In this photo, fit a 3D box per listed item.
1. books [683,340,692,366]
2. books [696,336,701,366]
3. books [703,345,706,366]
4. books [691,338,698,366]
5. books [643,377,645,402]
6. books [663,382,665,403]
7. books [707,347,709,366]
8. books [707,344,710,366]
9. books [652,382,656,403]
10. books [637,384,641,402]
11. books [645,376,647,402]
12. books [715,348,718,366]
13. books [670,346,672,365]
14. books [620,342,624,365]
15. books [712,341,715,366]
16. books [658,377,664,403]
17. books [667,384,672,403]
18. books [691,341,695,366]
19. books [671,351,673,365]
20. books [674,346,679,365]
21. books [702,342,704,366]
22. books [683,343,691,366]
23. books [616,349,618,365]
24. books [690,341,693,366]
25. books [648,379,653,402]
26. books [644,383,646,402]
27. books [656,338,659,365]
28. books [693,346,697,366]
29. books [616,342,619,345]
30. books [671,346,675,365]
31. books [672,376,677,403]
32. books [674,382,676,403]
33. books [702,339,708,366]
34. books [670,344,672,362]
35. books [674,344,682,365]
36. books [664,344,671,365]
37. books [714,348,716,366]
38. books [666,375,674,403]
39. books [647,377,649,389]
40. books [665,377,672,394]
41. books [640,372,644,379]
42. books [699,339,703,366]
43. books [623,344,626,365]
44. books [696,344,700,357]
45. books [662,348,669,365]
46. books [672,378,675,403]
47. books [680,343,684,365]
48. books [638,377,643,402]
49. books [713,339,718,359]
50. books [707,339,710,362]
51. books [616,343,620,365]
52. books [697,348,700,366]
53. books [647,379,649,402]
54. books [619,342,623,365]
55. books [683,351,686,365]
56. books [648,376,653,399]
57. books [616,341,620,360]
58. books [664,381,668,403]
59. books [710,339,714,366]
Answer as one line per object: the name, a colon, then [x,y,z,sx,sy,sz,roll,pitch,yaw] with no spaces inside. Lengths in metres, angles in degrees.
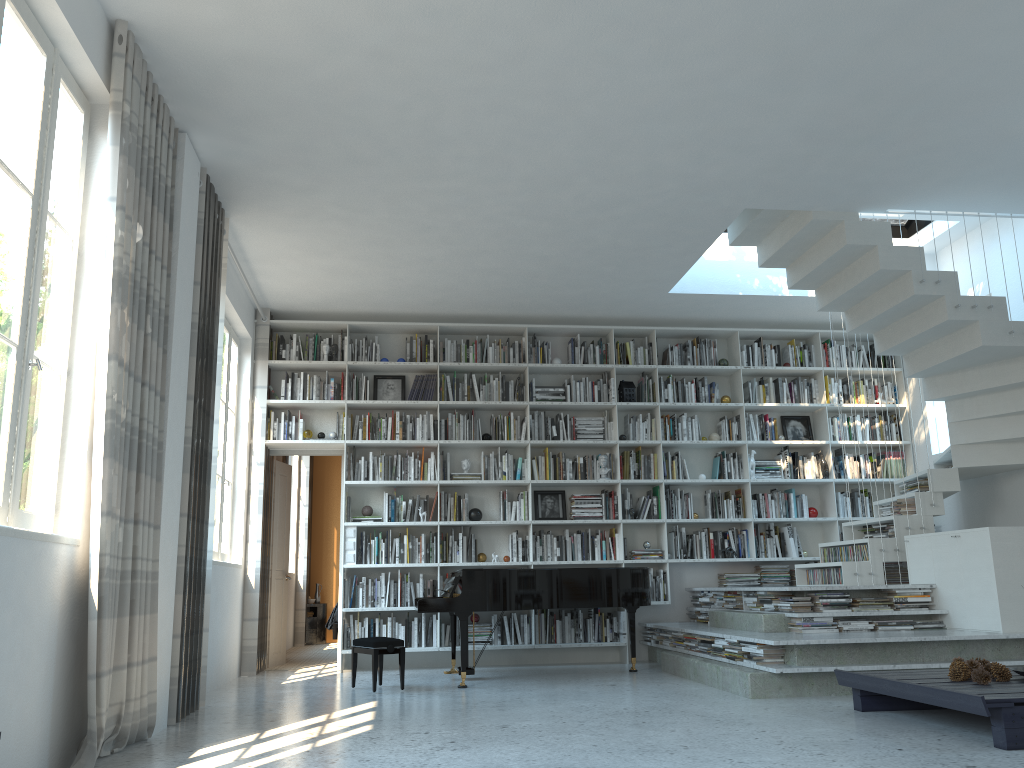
books: [1.740,-0.272,8.799,0.024,0.291,0.168,0,-13,-7]
books: [1.835,-0.291,8.806,0.007,0.328,0.184,0,-13,-7]
books: [1.892,-0.252,8.812,0.024,0.252,0.150,0,-13,-7]
books: [1.803,-0.283,8.802,0.006,0.311,0.179,0,-13,-7]
books: [1.265,0.087,8.643,0.022,0.271,0.182,0,-13,-7]
books: [1.471,0.110,8.684,0.012,0.239,0.139,0,-13,-7]
books: [1.919,-0.255,8.814,0.014,0.258,0.150,0,-13,-7]
books: [1.932,-0.273,8.825,0.019,0.298,0.137,0,-12,-7]
books: [1.365,0.113,8.639,0.008,0.213,0.224,0,-13,-7]
books: [1.239,0.119,8.653,0.019,0.213,0.156,0,-13,-7]
books: [1.289,0.078,8.642,0.021,0.287,0.179,0,-13,-7]
books: [2.003,-0.232,8.811,0.014,0.208,0.188,0,-13,-7]
books: [1.543,-0.251,8.767,0.011,0.243,0.173,0,-13,-7]
books: [1.074,-0.264,8.710,0.008,0.261,0.142,0,-13,-7]
books: [1.975,-0.267,8.811,0.008,0.278,0.181,0,-13,-7]
books: [1.450,0.084,8.672,0.012,0.284,0.160,0,-13,-7]
books: [1.519,0.120,8.663,0.026,0.207,0.181,0,-13,-7]
books: [1.777,-0.267,8.809,0.007,0.284,0.160,0,-13,-7]
books: [1.565,-0.221,8.763,0.009,0.183,0.160,0,-13,-7]
books: [1.606,-0.241,8.773,0.028,0.225,0.164,0,-13,-7]
books: [1.876,-0.263,8.813,0.008,0.274,0.163,0,-13,-7]
books: [1.718,-0.261,8.769,0.028,0.257,0.185,0,-13,-7]
books: [1.009,-0.231,8.694,0.015,0.192,0.160,0,-13,-7]
books: [1.759,-0.271,8.813,0.017,0.294,0.139,0,-12,-7]
books: [1.334,0.096,8.639,0.013,0.247,0.186,0,-13,-7]
books: [1.276,0.117,8.654,0.024,0.216,0.169,0,-13,-7]
books: [1.407,-0.286,8.737,0.019,0.303,0.176,0,-13,-7]
books: [1.793,-0.244,8.787,0.018,0.230,0.160,0,-13,-7]
books: [1.027,-0.265,8.694,0.006,0.259,0.166,0,-13,-7]
books: [1.577,-0.246,8.757,0.013,0.229,0.174,0,-13,-7]
books: [1.583,0.084,8.705,0.021,0.295,0.138,0,-12,-7]
books: [1.570,0.111,8.691,0.012,0.235,0.166,0,-13,-7]
books: [1.908,-0.280,8.811,0.008,0.306,0.183,0,-13,-7]
books: [1.553,-0.254,8.778,0.012,0.254,0.134,0,-13,-7]
books: [1.634,-0.255,8.779,0.030,0.254,0.161,0,-13,-7]
books: [1.534,-0.253,8.757,0.009,0.243,0.173,0,-13,-7]
books: [1.987,-0.232,8.819,0.018,0.214,0.158,0,-13,-7]
books: [1.548,0.075,8.688,0.014,0.306,0.153,0,-13,-7]
books: [1.315,0.086,8.682,0.013,0.288,0.132,0,-12,-7]
books: [1.535,0.087,8.689,0.011,0.282,0.173,0,-13,-7]
books: [1.270,0.057,8.666,0.025,0.338,0.143,0,-12,-7]
books: [1.849,-0.280,8.789,0.015,0.298,0.183,0,-13,-7]
books: [1.087,-0.254,8.691,0.015,0.233,0.171,0,-13,-7]
books: [1.829,-0.253,8.798,0.008,0.250,0.170,0,-13,-7]
books: [1.508,-0.235,8.743,0.046,0.206,0.183,0,-13,-7]
books: [1.560,0.093,8.684,0.010,0.268,0.166,0,-13,-7]
books: [1.660,-0.255,8.785,0.021,0.256,0.169,0,-13,-7]
books: [1.250,0.083,8.628,0.021,0.271,0.191,0,-13,-7]
books: [2.013,-0.279,8.824,0.006,0.305,0.164,0,-13,-7]
books: [1.943,-0.280,8.845,0.008,0.320,0.134,0,-12,-7]
books: [1.023,-0.259,8.676,0.007,0.239,0.192,0,-13,-7]
books: [1.818,-0.232,8.776,0.018,0.200,0.189,0,-13,-7]
books: [1.310,0.096,8.650,0.005,0.254,0.159,0,-13,-7]
books: [1.054,-0.265,8.699,0.034,0.260,0.158,0,-13,-7]
books: [1.684,-0.219,8.798,0.031,0.190,0.132,0,-13,-7]
books: [1.353,0.083,8.680,0.005,0.291,0.130,0,-12,-7]
books: [1.032,-0.272,8.708,0.007,0.278,0.150,0,-13,-7]
books: [1.491,0.107,8.681,0.026,0.242,0.148,0,-13,-7]
books: [1.964,-0.274,8.817,0.013,0.296,0.189,0,-13,-7]
